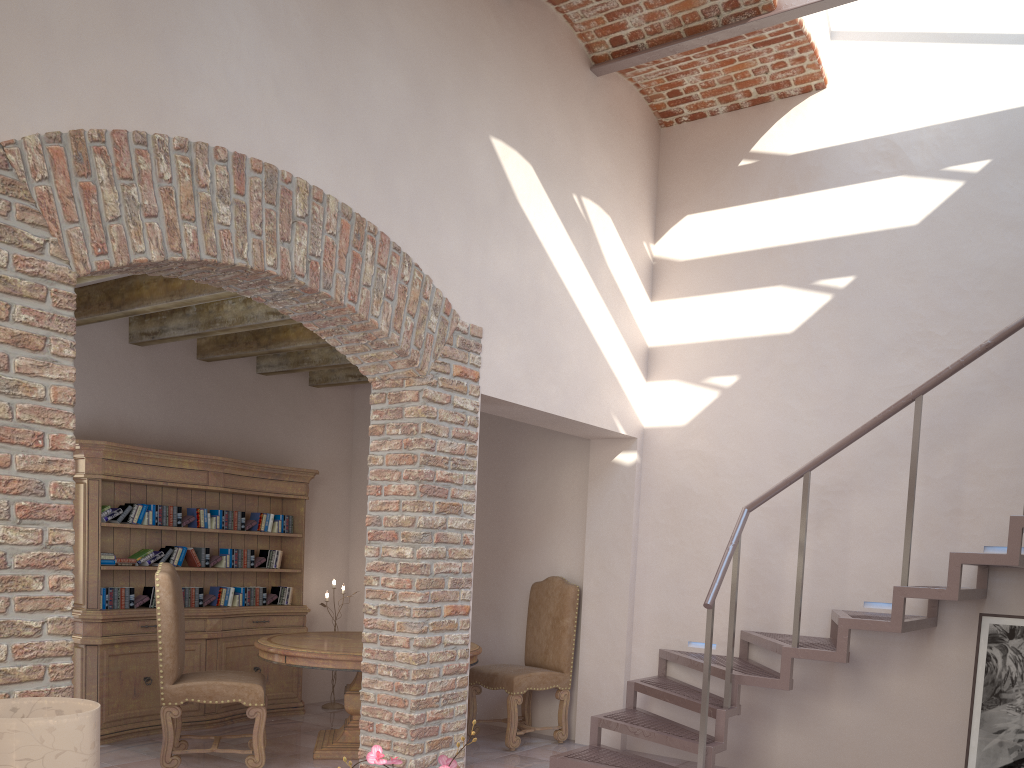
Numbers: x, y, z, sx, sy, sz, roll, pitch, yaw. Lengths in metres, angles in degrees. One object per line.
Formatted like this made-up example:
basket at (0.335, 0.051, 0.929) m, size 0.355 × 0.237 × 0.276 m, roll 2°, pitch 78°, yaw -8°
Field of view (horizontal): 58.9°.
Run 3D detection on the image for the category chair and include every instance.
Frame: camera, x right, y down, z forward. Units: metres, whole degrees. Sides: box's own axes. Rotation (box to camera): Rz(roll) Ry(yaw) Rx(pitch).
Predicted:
chair at (-1.829, 1.721, 5.564) m, size 0.647 × 1.251 × 0.536 m, roll 2°, pitch 2°, yaw -15°
chair at (0.083, 2.023, 6.686) m, size 0.652 × 1.251 × 0.532 m, roll 2°, pitch 2°, yaw -40°

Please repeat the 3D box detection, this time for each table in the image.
table at (-0.980, 2.138, 6.220) m, size 1.507 × 0.743 × 1.550 m, roll 1°, pitch -8°, yaw 11°

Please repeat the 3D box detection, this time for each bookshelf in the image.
bookshelf at (-2.302, 1.543, 6.695) m, size 0.477 × 2.002 × 2.066 m, roll 5°, pitch -1°, yaw 36°

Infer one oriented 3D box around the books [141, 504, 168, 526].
books at (-2.516, 0.919, 6.353) m, size 0.133 × 0.144 × 0.185 m, roll 1°, pitch -5°, yaw 34°

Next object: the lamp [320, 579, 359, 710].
lamp at (-1.465, 2.207, 7.733) m, size 0.343 × 1.136 × 0.228 m, roll 1°, pitch 4°, yaw -22°

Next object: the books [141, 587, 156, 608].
books at (-2.523, 1.512, 6.423) m, size 0.120 × 0.149 × 0.166 m, roll 2°, pitch -4°, yaw 35°

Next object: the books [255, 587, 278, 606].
books at (-1.975, 1.685, 7.197) m, size 0.120 × 0.146 × 0.230 m, roll 2°, pitch -6°, yaw 35°

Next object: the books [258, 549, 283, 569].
books at (-1.926, 1.396, 7.223) m, size 0.120 × 0.149 × 0.166 m, roll 2°, pitch -4°, yaw 35°

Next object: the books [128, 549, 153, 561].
books at (-2.584, 1.188, 6.298) m, size 0.117 × 0.087 × 0.135 m, roll -1°, pitch -7°, yaw 35°

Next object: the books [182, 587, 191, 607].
books at (-2.432, 1.542, 6.555) m, size 0.133 × 0.144 × 0.185 m, roll 1°, pitch -5°, yaw 34°

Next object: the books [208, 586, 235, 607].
books at (-2.204, 1.611, 6.873) m, size 0.120 × 0.149 × 0.166 m, roll 2°, pitch -4°, yaw 35°

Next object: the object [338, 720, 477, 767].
object at (-0.254, 1.185, 2.433) m, size 0.363 × 0.600 × 0.302 m, roll 3°, pitch 1°, yaw 29°

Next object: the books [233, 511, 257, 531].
books at (-2.076, 1.057, 6.972) m, size 0.120 × 0.146 × 0.230 m, roll 2°, pitch -6°, yaw 35°

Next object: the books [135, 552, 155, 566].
books at (-2.580, 1.214, 6.305) m, size 0.120 × 0.100 × 0.142 m, roll 0°, pitch -6°, yaw 35°

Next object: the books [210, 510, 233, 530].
books at (-2.196, 1.019, 6.805) m, size 0.133 × 0.144 × 0.185 m, roll 1°, pitch -5°, yaw 34°

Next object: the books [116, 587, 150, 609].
books at (-2.631, 1.480, 6.271) m, size 0.120 × 0.146 × 0.230 m, roll 2°, pitch -6°, yaw 35°

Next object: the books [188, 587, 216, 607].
books at (-2.312, 1.580, 6.721) m, size 0.120 × 0.146 × 0.230 m, roll 2°, pitch -6°, yaw 35°

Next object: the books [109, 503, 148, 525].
books at (-2.624, 0.887, 6.199) m, size 0.120 × 0.148 × 0.237 m, roll 2°, pitch -6°, yaw 35°

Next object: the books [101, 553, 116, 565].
books at (-2.755, 1.168, 6.058) m, size 0.121 × 0.081 × 0.158 m, roll -1°, pitch -8°, yaw 35°

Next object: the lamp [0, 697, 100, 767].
lamp at (-1.516, 1.431, 2.855) m, size 0.402 × 0.854 × 0.392 m, roll 4°, pitch 2°, yaw 35°

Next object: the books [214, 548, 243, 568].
books at (-2.154, 1.327, 6.905) m, size 0.133 × 0.144 × 0.185 m, roll 1°, pitch -5°, yaw 34°

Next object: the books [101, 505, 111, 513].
books at (-2.756, 0.845, 6.016) m, size 0.117 × 0.087 × 0.135 m, roll -1°, pitch -7°, yaw 35°

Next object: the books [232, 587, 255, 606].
books at (-2.094, 1.647, 7.031) m, size 0.133 × 0.144 × 0.185 m, roll 1°, pitch -5°, yaw 34°

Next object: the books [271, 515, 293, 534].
books at (-1.859, 1.125, 7.281) m, size 0.133 × 0.144 × 0.185 m, roll 1°, pitch -5°, yaw 34°

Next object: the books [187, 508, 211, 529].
books at (-2.295, 0.988, 6.663) m, size 0.120 × 0.147 × 0.137 m, roll 2°, pitch -3°, yaw 35°

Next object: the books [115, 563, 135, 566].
books at (-2.671, 1.228, 6.182) m, size 0.121 × 0.017 × 0.147 m, roll -4°, pitch -13°, yaw 35°

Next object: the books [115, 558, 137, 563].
books at (-2.664, 1.205, 6.188) m, size 0.121 × 0.030 × 0.147 m, roll -4°, pitch -12°, yaw 35°

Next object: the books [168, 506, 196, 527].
books at (-2.397, 0.957, 6.520) m, size 0.120 × 0.146 × 0.230 m, roll 2°, pitch -6°, yaw 35°

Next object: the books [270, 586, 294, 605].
books at (-1.867, 1.717, 7.349) m, size 0.120 × 0.149 × 0.166 m, roll 2°, pitch -4°, yaw 35°

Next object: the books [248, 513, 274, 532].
books at (-1.969, 1.089, 7.123) m, size 0.120 × 0.149 × 0.166 m, roll 2°, pitch -4°, yaw 35°

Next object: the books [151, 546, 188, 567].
books at (-2.452, 1.230, 6.481) m, size 0.120 × 0.148 × 0.237 m, roll 2°, pitch -6°, yaw 35°

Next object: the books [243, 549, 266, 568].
books at (-2.034, 1.364, 7.072) m, size 0.120 × 0.146 × 0.230 m, roll 2°, pitch -6°, yaw 35°

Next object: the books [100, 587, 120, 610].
books at (-2.751, 1.442, 6.105) m, size 0.133 × 0.144 × 0.185 m, roll 1°, pitch -5°, yaw 34°

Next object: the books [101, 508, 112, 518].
books at (-2.752, 0.871, 6.022) m, size 0.120 × 0.100 × 0.142 m, roll 0°, pitch -6°, yaw 35°

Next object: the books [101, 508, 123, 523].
books at (-2.709, 0.881, 6.083) m, size 0.120 × 0.104 × 0.145 m, roll 0°, pitch -6°, yaw 35°

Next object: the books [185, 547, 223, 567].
books at (-2.290, 1.285, 6.711) m, size 0.120 × 0.146 × 0.298 m, roll 2°, pitch -7°, yaw 35°

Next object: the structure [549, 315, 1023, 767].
structure at (0.544, 0.247, 2.374) m, size 3.720 × 3.214 × 7.363 m, roll 0°, pitch -8°, yaw 35°

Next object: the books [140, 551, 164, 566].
books at (-2.537, 1.224, 6.365) m, size 0.120 × 0.104 × 0.145 m, roll 0°, pitch -6°, yaw 35°
